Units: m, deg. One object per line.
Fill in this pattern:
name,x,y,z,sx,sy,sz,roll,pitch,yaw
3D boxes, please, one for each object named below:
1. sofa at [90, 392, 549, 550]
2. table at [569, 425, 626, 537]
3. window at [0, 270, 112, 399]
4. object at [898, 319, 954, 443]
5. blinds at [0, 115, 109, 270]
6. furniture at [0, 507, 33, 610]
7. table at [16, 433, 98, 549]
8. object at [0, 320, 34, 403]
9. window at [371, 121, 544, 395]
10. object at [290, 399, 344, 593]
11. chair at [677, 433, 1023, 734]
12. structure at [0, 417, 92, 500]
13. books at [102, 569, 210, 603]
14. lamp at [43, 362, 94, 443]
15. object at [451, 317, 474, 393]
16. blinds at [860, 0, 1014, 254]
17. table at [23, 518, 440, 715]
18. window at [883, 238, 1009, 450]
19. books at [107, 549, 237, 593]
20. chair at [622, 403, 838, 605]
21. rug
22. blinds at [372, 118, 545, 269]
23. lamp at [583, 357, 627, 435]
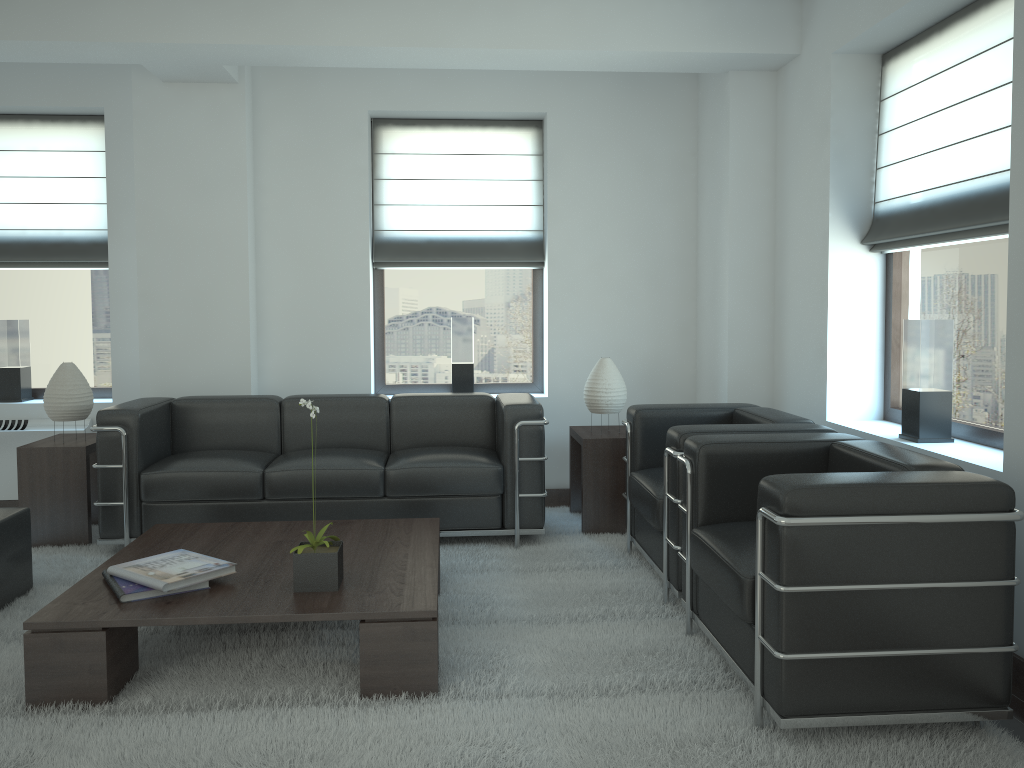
sofa,-1.476,0.707,7.299,3.476,1.168,1.125,-1,4,-4
table,0.816,0.834,7.712,0.526,0.843,0.787,-1,4,-4
window,-4.633,-1.219,8.634,1.700,2.727,0.146,-1,3,-4
object,2.659,-0.025,5.678,0.239,0.775,0.244,-1,3,-4
blinds,-4.617,-1.832,8.442,1.686,1.474,0.222,-1,3,-4
furniture,-3.484,1.135,5.641,0.588,0.578,0.604,-1,4,-4
table,-3.648,0.883,7.377,0.526,0.843,0.787,-1,4,-4
object,-4.744,-0.223,8.439,0.239,0.775,0.244,-1,3,-4
window,-0.539,-1.264,8.941,1.700,2.727,0.146,-1,3,-4
object,-1.038,0.570,4.692,0.252,0.990,0.336,-1,3,-4
chair,1.558,0.927,4.516,1.123,1.168,1.649,-1,4,-4
structure,-4.654,0.691,8.170,1.461,0.725,0.194,-1,3,-4
books,-1.910,1.043,4.746,0.446,0.045,0.519,-3,6,-33
lamp,-3.639,0.144,7.279,0.374,0.653,0.375,0,3,0
object,-0.489,-0.270,8.758,0.239,0.775,0.244,-1,3,-4
blinds,2.797,-1.624,5.562,0.222,1.474,2.127,0,4,-4
table,-1.399,1.247,5.193,1.936,0.440,1.925,-1,5,-4
window,2.968,-1.000,5.610,0.146,2.727,2.136,0,4,-4
books,-1.821,0.996,4.756,0.518,0.045,0.446,3,6,36
chair,1.439,0.786,6.194,1.123,1.168,1.649,-1,4,-4
rug,-1.076,1.396,5.650,6.252,0.110,5.179,-1,5,-4
blinds,-0.524,-1.877,8.749,1.686,1.474,0.222,-1,3,-4
lamp,0.801,0.095,7.612,0.374,0.653,0.375,1,4,25
